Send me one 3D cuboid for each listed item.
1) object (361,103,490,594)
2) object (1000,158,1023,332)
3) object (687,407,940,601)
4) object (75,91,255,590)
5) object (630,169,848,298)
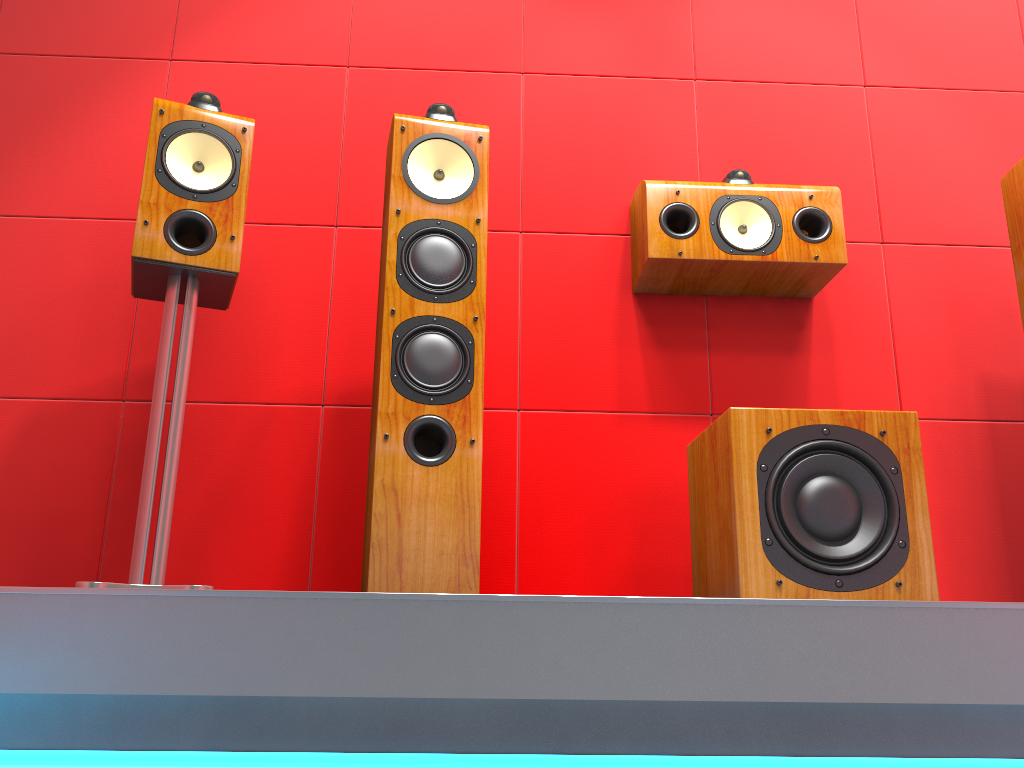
[{"bbox_3d":[-0.176,-0.084,1.851,0.203,1.052,0.238,4,-16,-12],"label":"object"},{"bbox_3d":[1.286,-0.042,1.927,0.203,1.052,0.238,-1,-16,7],"label":"object"},{"bbox_3d":[0.578,0.266,1.781,0.360,0.360,0.360,1,-16,-2],"label":"object"},{"bbox_3d":[-0.693,-0.099,1.832,0.231,1.058,0.265,7,-17,-21],"label":"object"},{"bbox_3d":[0.575,-0.400,2.310,0.493,0.271,0.235,1,-16,-2],"label":"object"}]
